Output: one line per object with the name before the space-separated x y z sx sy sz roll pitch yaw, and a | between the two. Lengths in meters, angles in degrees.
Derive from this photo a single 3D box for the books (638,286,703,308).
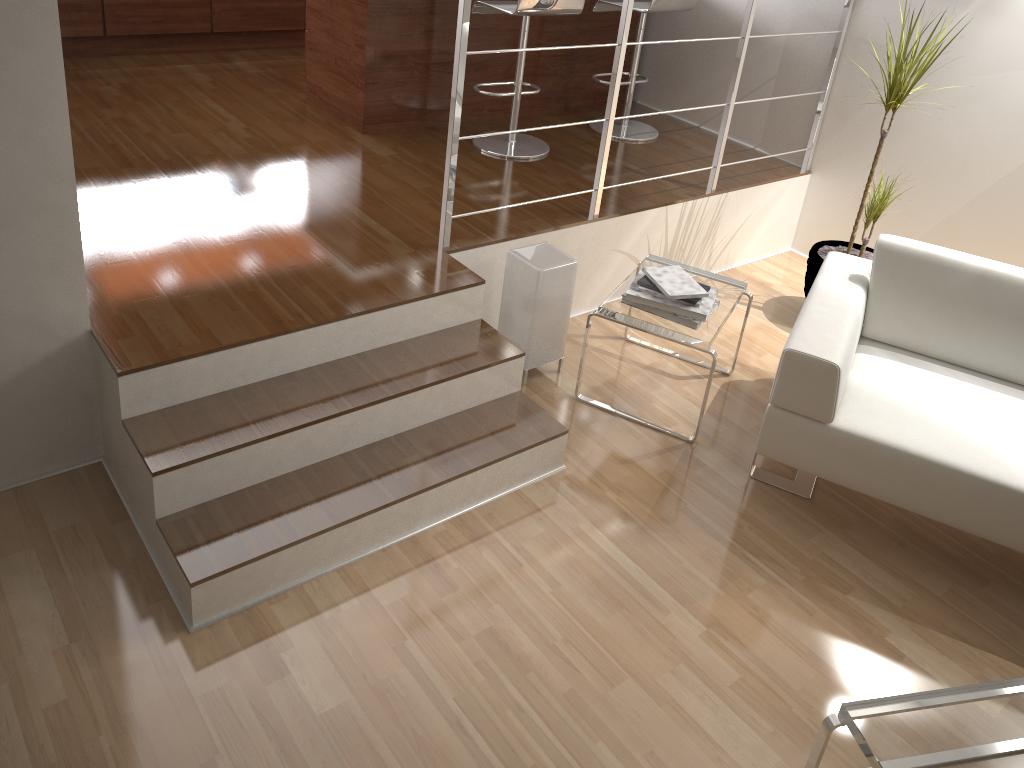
books | 0.569 -0.335 3.090 0.219 0.014 0.160 17 33 16

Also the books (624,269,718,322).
books | 0.566 -0.317 3.098 0.291 0.025 0.239 17 33 16

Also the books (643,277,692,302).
books | 0.570 -0.347 3.084 0.221 0.014 0.158 23 35 25

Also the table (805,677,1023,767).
table | 1.117 0.967 1.694 0.794 0.234 0.747 -2 32 -14

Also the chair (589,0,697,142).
chair | 0.674 -1.753 4.666 0.396 0.795 0.443 -18 37 -40

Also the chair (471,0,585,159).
chair | 0.050 -1.537 4.193 0.394 0.795 0.447 -12 33 -32

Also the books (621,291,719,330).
books | 0.563 -0.295 3.110 0.294 0.025 0.237 23 35 24

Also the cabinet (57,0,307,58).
cabinet | -1.772 -2.605 5.603 3.574 0.750 0.711 -19 38 -36

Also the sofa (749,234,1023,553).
sofa | 1.754 0.159 2.687 1.813 0.694 0.950 20 32 21

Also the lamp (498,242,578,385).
lamp | 0.088 -0.267 3.282 0.196 0.451 0.208 -14 34 -36

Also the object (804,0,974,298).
object | 1.522 -0.900 3.705 0.505 1.382 0.466 -6 30 -25

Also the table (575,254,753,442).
table | 0.579 -0.160 3.278 0.472 0.375 0.578 19 32 20

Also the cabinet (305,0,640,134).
cabinet | -0.160 -1.946 4.899 1.885 0.704 0.662 -18 38 -36

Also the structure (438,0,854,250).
structure | 0.685 -1.244 3.663 2.371 0.985 0.060 -18 36 -36
